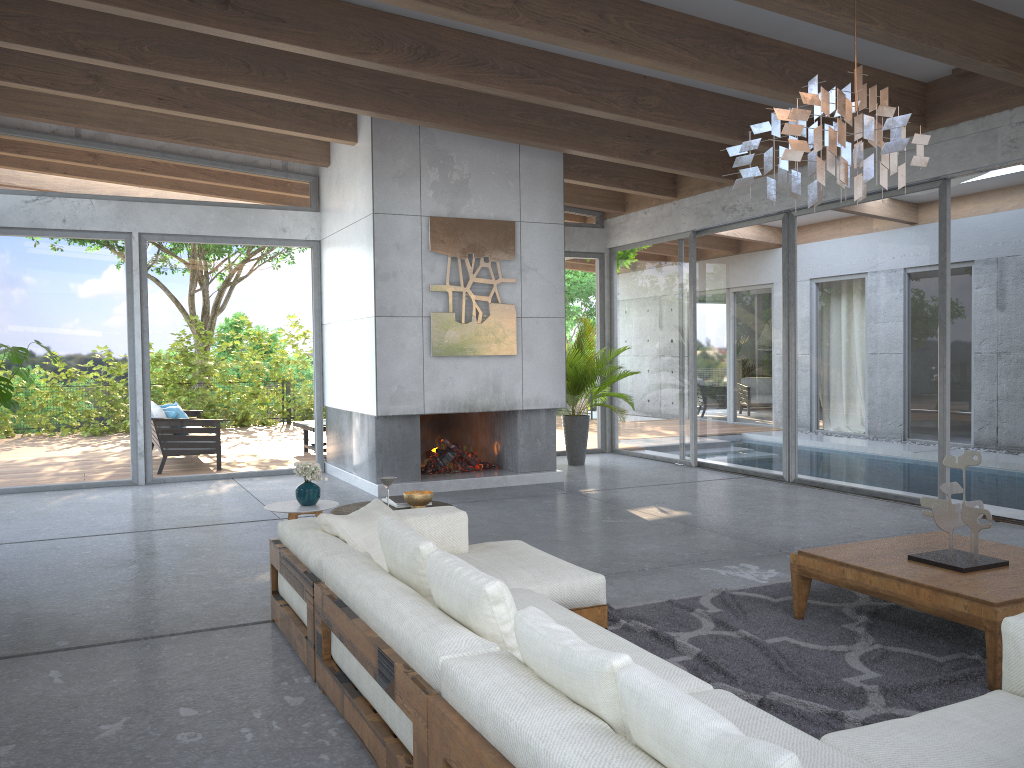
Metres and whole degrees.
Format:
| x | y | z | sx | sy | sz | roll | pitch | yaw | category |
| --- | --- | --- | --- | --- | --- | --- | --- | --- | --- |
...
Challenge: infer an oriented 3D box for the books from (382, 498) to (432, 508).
| x | y | z | sx | sy | sz | roll | pitch | yaw | category |
| --- | --- | --- | --- | --- | --- | --- | --- | --- | --- |
| -0.642 | 0.717 | 5.397 | 0.220 | 0.015 | 0.303 | -2 | 2 | -26 | books |

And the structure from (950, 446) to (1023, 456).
| x | y | z | sx | sy | sz | roll | pitch | yaw | category |
| --- | --- | --- | --- | --- | --- | --- | --- | --- | --- |
| 7.516 | 0.947 | 8.693 | 0.477 | 0.068 | 13.673 | -2 | 2 | -25 | structure |

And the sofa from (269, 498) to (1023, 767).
| x | y | z | sx | sy | sz | roll | pitch | yaw | category |
| --- | --- | --- | --- | --- | --- | --- | --- | --- | --- |
| 0.456 | 0.915 | 3.241 | 1.965 | 0.777 | 3.733 | -2 | 2 | -25 | sofa |

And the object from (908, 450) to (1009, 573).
| x | y | z | sx | sy | sz | roll | pitch | yaw | category |
| --- | --- | --- | --- | --- | --- | --- | --- | --- | --- |
| 2.049 | 0.561 | 4.114 | 0.346 | 0.518 | 0.379 | -2 | 2 | -25 | object |

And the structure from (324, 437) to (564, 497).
| x | y | z | sx | sy | sz | roll | pitch | yaw | category |
| --- | --- | --- | --- | --- | --- | --- | --- | --- | --- |
| -0.837 | 0.734 | 9.830 | 2.012 | 0.595 | 2.203 | -2 | 2 | -25 | structure |

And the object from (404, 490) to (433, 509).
| x | y | z | sx | sy | sz | roll | pitch | yaw | category |
| --- | --- | --- | --- | --- | --- | --- | --- | --- | --- |
| -0.545 | 0.682 | 5.176 | 0.173 | 0.097 | 0.173 | 1 | 3 | 44 | object |

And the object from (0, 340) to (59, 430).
| x | y | z | sx | sy | sz | roll | pitch | yaw | category |
| --- | --- | --- | --- | --- | --- | --- | --- | --- | --- |
| -4.984 | 0.353 | 7.977 | 1.416 | 1.540 | 1.731 | -1 | 2 | -6 | object |

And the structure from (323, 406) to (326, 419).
| x | y | z | sx | sy | sz | roll | pitch | yaw | category |
| --- | --- | --- | --- | --- | --- | --- | --- | --- | --- |
| -5.047 | 0.756 | 9.927 | 15.587 | 3.022 | 31.708 | 0 | 2 | 16 | structure |

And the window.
| x | y | z | sx | sy | sz | roll | pitch | yaw | category |
| --- | --- | --- | --- | --- | --- | --- | --- | --- | --- |
| 2.096 | -0.688 | 3.760 | 14.294 | 3.764 | 23.280 | -2 | 2 | -25 | window |

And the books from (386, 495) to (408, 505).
| x | y | z | sx | sy | sz | roll | pitch | yaw | category |
| --- | --- | --- | --- | --- | --- | --- | --- | --- | --- |
| -0.635 | 0.703 | 5.398 | 0.205 | 0.012 | 0.290 | -1 | 2 | -20 | books |

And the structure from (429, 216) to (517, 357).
| x | y | z | sx | sy | sz | roll | pitch | yaw | category |
| --- | --- | --- | --- | --- | --- | --- | --- | --- | --- |
| -0.379 | -0.953 | 8.760 | 0.919 | 1.351 | 0.041 | -2 | 2 | -25 | structure |

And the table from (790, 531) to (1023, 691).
| x | y | z | sx | sy | sz | roll | pitch | yaw | category |
| --- | --- | --- | --- | --- | --- | --- | --- | --- | --- |
| 2.089 | 0.995 | 4.118 | 1.048 | 0.352 | 1.112 | -2 | 2 | -25 | table |

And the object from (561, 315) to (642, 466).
| x | y | z | sx | sy | sz | roll | pitch | yaw | category |
| --- | --- | --- | --- | --- | --- | --- | --- | --- | --- |
| 0.770 | 0.062 | 10.680 | 1.484 | 1.819 | 1.798 | -1 | 2 | -18 | object |

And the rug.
| x | y | z | sx | sy | sz | roll | pitch | yaw | category |
| --- | --- | --- | --- | --- | --- | --- | --- | --- | --- |
| 1.558 | 1.153 | 3.934 | 3.186 | 0.056 | 2.187 | -2 | 2 | -25 | rug |

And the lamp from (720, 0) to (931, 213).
| x | y | z | sx | sy | sz | roll | pitch | yaw | category |
| --- | --- | --- | --- | --- | --- | --- | --- | --- | --- |
| 1.217 | -1.400 | 3.531 | 0.862 | 1.400 | 0.636 | 0 | 2 | 22 | lamp |

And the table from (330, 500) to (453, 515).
| x | y | z | sx | sy | sz | roll | pitch | yaw | category |
| --- | --- | --- | --- | --- | --- | --- | --- | --- | --- |
| -0.693 | 0.953 | 5.186 | 0.725 | 0.441 | 0.725 | 0 | 2 | 26 | table |

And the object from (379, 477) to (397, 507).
| x | y | z | sx | sy | sz | roll | pitch | yaw | category |
| --- | --- | --- | --- | --- | --- | --- | --- | --- | --- |
| -0.696 | 0.632 | 4.980 | 0.099 | 0.212 | 0.099 | -1 | 2 | 6 | object |
